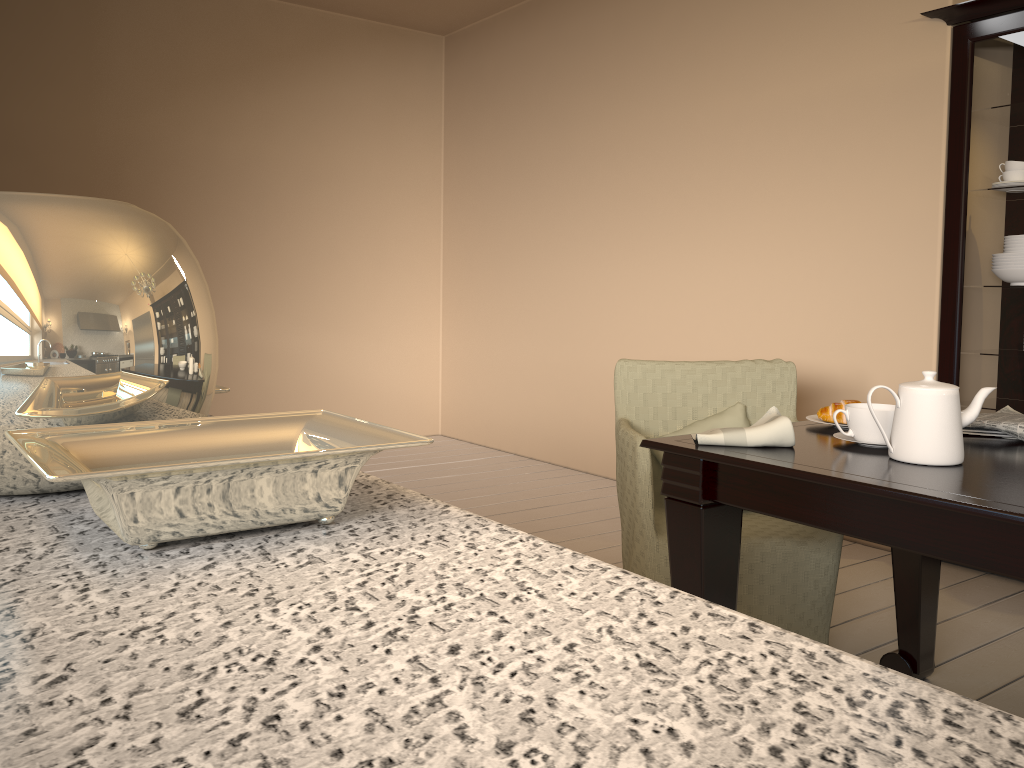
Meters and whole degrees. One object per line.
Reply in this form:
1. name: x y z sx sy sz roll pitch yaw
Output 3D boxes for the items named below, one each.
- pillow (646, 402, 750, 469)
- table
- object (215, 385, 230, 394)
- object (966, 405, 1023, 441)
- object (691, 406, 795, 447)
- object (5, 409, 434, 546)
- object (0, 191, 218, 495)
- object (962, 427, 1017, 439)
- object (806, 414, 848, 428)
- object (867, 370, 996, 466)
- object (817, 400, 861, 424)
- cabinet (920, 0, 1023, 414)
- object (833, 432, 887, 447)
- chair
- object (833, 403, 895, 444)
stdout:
1. pillow: 0.573 0.204 2.505 0.316 0.294 0.248 -1 5 -23
2. table: 1.197 0.499 1.193 0.919 0.652 1.995 -3 7 -36
3. object: -0.518 0.008 0.972 0.274 0.034 0.447 -3 7 -36
4. object: 1.049 0.085 1.823 0.233 0.051 0.165 -3 7 -36
5. object: 0.444 0.077 1.714 0.197 0.063 0.205 2 6 16
6. object: -0.167 0.053 0.506 0.197 0.048 0.153 -3 7 -36
7. object: -0.332 -0.031 0.627 0.235 0.195 0.236 -1 5 -19
8. object: 1.040 0.095 1.859 0.232 0.026 0.165 3 6 19
9. object: 0.740 0.085 1.922 0.194 0.014 0.195 4 7 30
10. object: 0.717 0.054 1.523 0.198 0.155 0.118 -2 5 -30
11. object: 0.737 0.060 1.932 0.138 0.051 0.062 -1 5 -17
12. cabinet: 2.482 -0.273 2.369 0.888 1.836 2.494 -2 6 -36
13. object: 0.693 0.108 1.689 0.154 0.012 0.154 2 6 15
14. chair: 0.564 0.345 2.404 0.563 0.799 0.563 1 4 0
15. object: 0.691 0.078 1.684 0.125 0.069 0.116 -4 7 -43
